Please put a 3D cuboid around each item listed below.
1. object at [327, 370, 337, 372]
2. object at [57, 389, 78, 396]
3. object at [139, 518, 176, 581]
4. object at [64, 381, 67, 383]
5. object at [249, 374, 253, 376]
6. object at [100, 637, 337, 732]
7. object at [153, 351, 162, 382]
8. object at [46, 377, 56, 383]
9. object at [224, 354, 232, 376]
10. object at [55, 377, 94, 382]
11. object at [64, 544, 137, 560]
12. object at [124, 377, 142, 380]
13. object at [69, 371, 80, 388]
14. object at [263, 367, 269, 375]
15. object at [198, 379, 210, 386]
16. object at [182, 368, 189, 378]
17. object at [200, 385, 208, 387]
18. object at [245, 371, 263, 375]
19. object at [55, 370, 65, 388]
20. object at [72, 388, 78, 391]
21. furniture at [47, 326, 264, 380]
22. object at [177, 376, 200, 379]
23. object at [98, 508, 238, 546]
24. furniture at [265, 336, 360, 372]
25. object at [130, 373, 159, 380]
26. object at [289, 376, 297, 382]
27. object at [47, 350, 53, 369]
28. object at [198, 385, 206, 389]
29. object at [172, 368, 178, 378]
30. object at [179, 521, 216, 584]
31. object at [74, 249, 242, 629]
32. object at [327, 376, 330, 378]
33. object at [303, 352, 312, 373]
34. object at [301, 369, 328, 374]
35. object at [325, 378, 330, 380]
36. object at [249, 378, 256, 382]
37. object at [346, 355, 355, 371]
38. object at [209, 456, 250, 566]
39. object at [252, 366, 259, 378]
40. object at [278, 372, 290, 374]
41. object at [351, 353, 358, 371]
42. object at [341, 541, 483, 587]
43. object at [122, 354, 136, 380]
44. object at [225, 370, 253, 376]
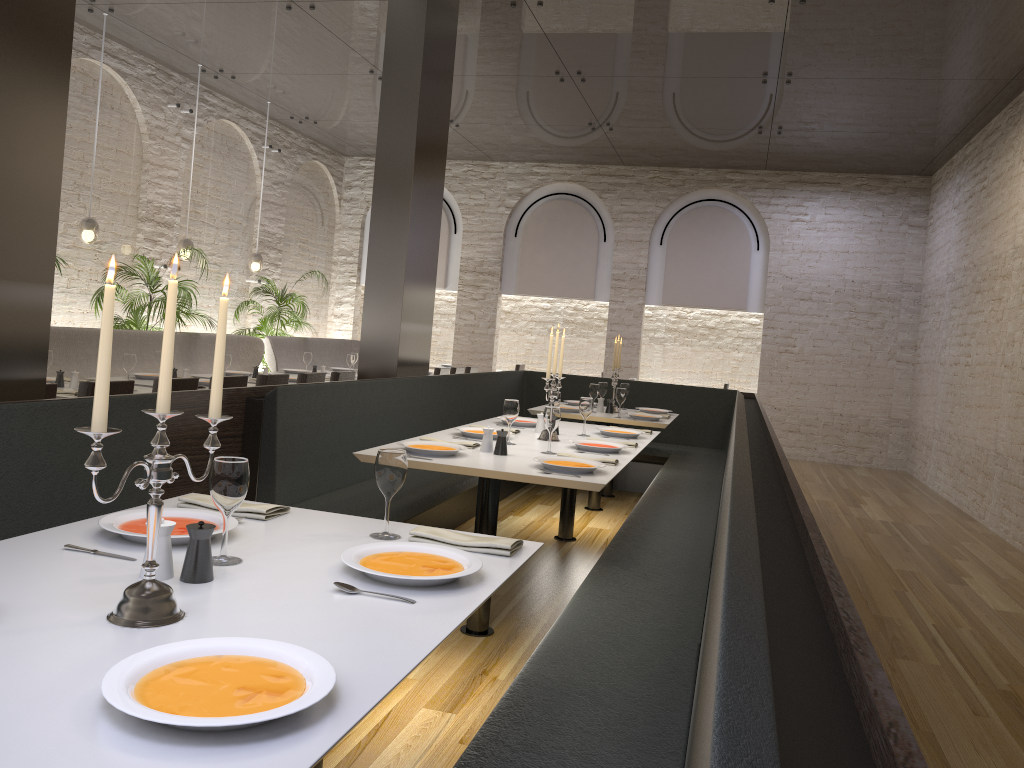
[{"bbox_3d":[-1.986,-0.143,9.942,0.185,0.010,0.017,6,3,14],"label":"object"},{"bbox_3d":[-2.643,0.048,5.225,0.273,0.033,0.143,6,3,14],"label":"object"},{"bbox_3d":[-0.728,0.339,1.827,0.069,0.126,0.069,5,1,8],"label":"object"},{"bbox_3d":[-3.030,-0.019,5.881,0.181,0.015,0.038,6,3,16],"label":"object"},{"bbox_3d":[-2.449,-0.090,8.140,0.181,0.015,0.038,6,3,16],"label":"object"},{"bbox_3d":[-0.417,0.437,1.275,0.321,0.036,0.322,4,3,-10],"label":"object"},{"bbox_3d":[-2.615,-0.129,6.591,0.086,0.231,0.087,4,1,-34],"label":"object"},{"bbox_3d":[-3.070,-0.021,5.709,0.321,0.036,0.322,5,3,-3],"label":"object"},{"bbox_3d":[-2.256,-0.118,6.967,0.086,0.231,0.087,4,1,-34],"label":"object"},{"bbox_3d":[-2.968,-0.022,6.035,0.273,0.033,0.143,6,3,14],"label":"object"},{"bbox_3d":[-0.905,0.371,1.952,0.185,0.010,0.017,6,3,14],"label":"object"},{"bbox_3d":[-2.831,-0.041,6.657,0.185,0.010,0.017,6,3,14],"label":"object"},{"bbox_3d":[-2.769,-0.030,5.608,0.059,0.109,0.059,5,1,6],"label":"object"},{"bbox_3d":[-2.187,-0.100,7.867,0.059,0.109,0.059,5,1,6],"label":"object"},{"bbox_3d":[-2.262,-0.005,6.697,0.321,0.036,0.322,4,3,-8],"label":"object"},{"bbox_3d":[-2.479,-0.065,6.733,0.059,0.109,0.059,5,1,6],"label":"object"},{"bbox_3d":[-2.313,0.008,6.521,0.181,0.015,0.038,6,3,16],"label":"object"},{"bbox_3d":[-2.387,-0.093,8.294,0.273,0.033,0.143,6,3,14],"label":"object"},{"bbox_3d":[-2.848,-0.035,5.581,0.059,0.109,0.059,5,1,6],"label":"object"},{"bbox_3d":[-2.603,0.043,5.396,0.181,0.015,0.038,6,3,16],"label":"object"},{"bbox_3d":[-3.161,0.112,7.362,0.709,1.096,4.476,5,3,14],"label":"furniture"},{"bbox_3d":[-2.678,-0.058,7.160,0.273,0.033,0.143,6,3,14],"label":"object"},{"bbox_3d":[-0.839,0.354,2.172,0.322,0.036,0.321,7,4,34],"label":"object"},{"bbox_3d":[-2.244,0.000,10.923,0.708,1.096,2.585,5,3,14],"label":"furniture"},{"bbox_3d":[-2.780,-0.056,6.833,0.321,0.036,0.322,4,3,-8],"label":"object"},{"bbox_3d":[-1.970,-0.041,7.831,0.321,0.036,0.322,4,3,-8],"label":"object"},{"bbox_3d":[-2.898,-0.094,5.491,0.086,0.231,0.086,4,1,-28],"label":"object"},{"bbox_3d":[-2.354,0.013,6.350,0.273,0.033,0.143,6,3,14],"label":"object"},{"bbox_3d":[-2.558,-0.070,6.706,0.059,0.109,0.059,5,1,6],"label":"object"},{"bbox_3d":[-0.647,0.346,1.831,0.069,0.126,0.069,5,1,8],"label":"object"},{"bbox_3d":[-0.627,0.089,1.583,0.132,0.656,0.390,5,1,25],"label":"object"},{"bbox_3d":[-1.743,-0.062,8.739,0.181,0.015,0.038,6,3,16],"label":"object"},{"bbox_3d":[-2.040,-0.199,8.825,0.087,0.231,0.086,6,1,44],"label":"object"},{"bbox_3d":[-2.108,-0.127,9.377,0.273,0.033,0.143,6,3,14],"label":"object"},{"bbox_3d":[-1.783,-0.057,8.567,0.273,0.033,0.143,6,3,14],"label":"object"},{"bbox_3d":[-2.062,-0.023,7.484,0.273,0.033,0.143,6,3,14],"label":"object"},{"bbox_3d":[-1.681,-0.188,9.201,0.087,0.231,0.086,6,1,44],"label":"object"},{"bbox_3d":[-0.637,0.282,1.981,0.086,0.231,0.086,5,1,26],"label":"object"},{"bbox_3d":[-2.266,-0.105,7.840,0.059,0.109,0.059,5,1,6],"label":"object"},{"bbox_3d":[-2.261,-0.110,8.874,0.185,0.010,0.017,6,3,14],"label":"object"},{"bbox_3d":[-1.767,-0.232,9.887,0.087,0.231,0.086,6,1,44],"label":"object"},{"bbox_3d":[-0.228,0.414,2.012,0.322,0.036,0.321,7,4,34],"label":"object"},{"bbox_3d":[-2.539,-0.084,5.867,0.086,0.231,0.086,5,1,20],"label":"object"},{"bbox_3d":[-2.488,-0.091,7.967,0.321,0.036,0.322,4,3,-8],"label":"object"}]
